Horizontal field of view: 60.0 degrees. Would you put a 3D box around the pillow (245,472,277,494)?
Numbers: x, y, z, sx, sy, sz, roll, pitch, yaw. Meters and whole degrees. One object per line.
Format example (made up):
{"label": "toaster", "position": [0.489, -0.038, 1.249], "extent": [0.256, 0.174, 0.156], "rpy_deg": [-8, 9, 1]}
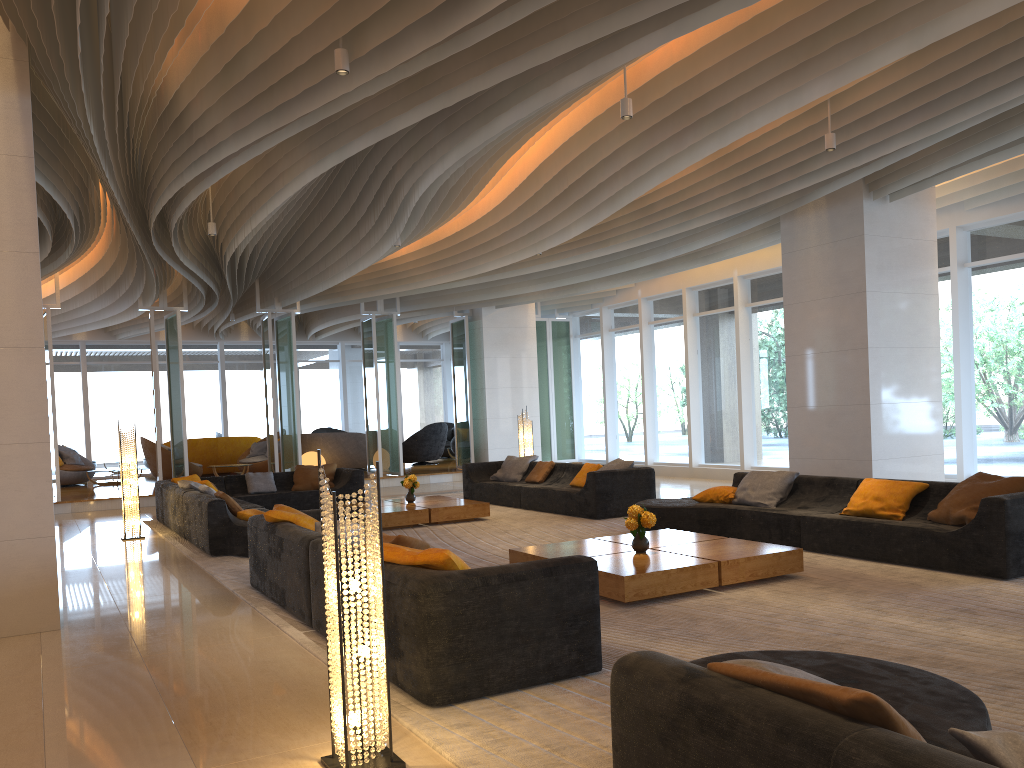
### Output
{"label": "pillow", "position": [-3.706, 1.455, 13.079], "extent": [0.413, 0.312, 0.317], "rpy_deg": [-2, -1, -27]}

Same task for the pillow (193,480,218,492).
{"label": "pillow", "position": [-3.884, 1.371, 11.211], "extent": [0.417, 0.335, 0.328], "rpy_deg": [-3, 0, 27]}

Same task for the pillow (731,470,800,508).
{"label": "pillow", "position": [2.480, 1.068, 8.787], "extent": [0.468, 0.417, 0.655], "rpy_deg": [-2, -1, -29]}

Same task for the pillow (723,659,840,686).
{"label": "pillow", "position": [0.837, 0.932, 2.643], "extent": [0.469, 0.247, 0.430], "rpy_deg": [-3, -1, 6]}

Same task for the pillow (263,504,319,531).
{"label": "pillow", "position": [-1.580, 1.110, 6.774], "extent": [0.549, 0.378, 0.636], "rpy_deg": [-2, -1, -7]}

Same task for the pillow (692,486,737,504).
{"label": "pillow", "position": [2.144, 1.152, 9.187], "extent": [0.443, 0.193, 0.593], "rpy_deg": [-3, -2, 26]}

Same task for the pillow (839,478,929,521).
{"label": "pillow", "position": [3.147, 1.013, 7.557], "extent": [0.456, 0.394, 0.628], "rpy_deg": [-2, -1, -29]}

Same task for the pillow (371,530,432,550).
{"label": "pillow", "position": [-0.607, 1.030, 5.129], "extent": [0.450, 0.410, 0.593], "rpy_deg": [-2, -1, -27]}

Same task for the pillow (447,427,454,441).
{"label": "pillow", "position": [-1.871, 1.425, 24.814], "extent": [0.613, 0.423, 0.367], "rpy_deg": [-2, 0, -26]}

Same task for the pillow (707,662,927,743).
{"label": "pillow", "position": [0.839, 0.880, 2.257], "extent": [0.402, 0.392, 0.597], "rpy_deg": [-2, -1, -26]}

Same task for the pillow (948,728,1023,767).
{"label": "pillow", "position": [1.233, 0.839, 1.755], "extent": [0.463, 0.345, 0.556], "rpy_deg": [-2, -1, -30]}

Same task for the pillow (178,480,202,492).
{"label": "pillow", "position": [-3.765, 1.362, 10.896], "extent": [0.554, 0.377, 0.642], "rpy_deg": [-2, -1, -33]}

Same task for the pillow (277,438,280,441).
{"label": "pillow", "position": [-5.205, 1.385, 19.678], "extent": [0.596, 0.422, 0.377], "rpy_deg": [-3, -1, 39]}

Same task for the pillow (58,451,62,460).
{"label": "pillow", "position": [-9.860, 1.558, 18.934], "extent": [0.371, 0.422, 0.607], "rpy_deg": [-2, -1, 5]}

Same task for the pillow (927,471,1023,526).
{"label": "pillow", "position": [3.615, 0.890, 6.857], "extent": [0.549, 0.378, 0.636], "rpy_deg": [-2, -1, -7]}

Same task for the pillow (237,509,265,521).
{"label": "pillow", "position": [-2.575, 1.359, 9.170], "extent": [0.409, 0.136, 0.418], "rpy_deg": [-3, -2, 5]}

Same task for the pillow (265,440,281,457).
{"label": "pillow", "position": [-5.118, 1.413, 19.269], "extent": [0.469, 0.409, 0.497], "rpy_deg": [-2, -1, -26]}

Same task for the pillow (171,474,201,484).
{"label": "pillow", "position": [-4.566, 1.451, 12.587], "extent": [0.336, 0.316, 0.414], "rpy_deg": [-3, -1, 33]}

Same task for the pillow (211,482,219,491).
{"label": "pillow", "position": [-3.894, 1.405, 11.383], "extent": [0.406, 0.319, 0.334], "rpy_deg": [-3, -1, 29]}

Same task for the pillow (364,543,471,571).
{"label": "pillow", "position": [-0.371, 0.978, 4.534], "extent": [0.628, 0.378, 0.556], "rpy_deg": [-3, -1, 39]}

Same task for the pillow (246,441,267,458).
{"label": "pillow", "position": [-5.604, 1.422, 19.736], "extent": [0.614, 0.455, 0.477], "rpy_deg": [-3, -1, 22]}

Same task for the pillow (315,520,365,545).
{"label": "pillow", "position": [-1.092, 1.122, 6.032], "extent": [0.426, 0.377, 0.579], "rpy_deg": [-2, -1, -27]}

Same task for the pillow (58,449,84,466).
{"label": "pillow", "position": [-9.568, 1.604, 19.251], "extent": [0.457, 0.409, 0.510], "rpy_deg": [-3, -1, 29]}

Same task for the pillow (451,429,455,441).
{"label": "pillow", "position": [-1.459, 1.451, 24.732], "extent": [0.504, 0.409, 0.463], "rpy_deg": [-2, -1, -2]}

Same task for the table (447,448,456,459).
{"label": "table", "position": [-1.226, 1.842, 23.718], "extent": [1.092, 0.318, 0.809], "rpy_deg": [-2, -2, -22]}

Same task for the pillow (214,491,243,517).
{"label": "pillow", "position": [-2.935, 1.276, 9.321], "extent": [0.333, 0.311, 0.418], "rpy_deg": [-2, -1, -27]}

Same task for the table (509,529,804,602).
{"label": "table", "position": [1.060, 1.374, 6.809], "extent": [1.622, 0.220, 1.579], "rpy_deg": [-1, -2, -29]}

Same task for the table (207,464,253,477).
{"label": "table", "position": [-5.907, 1.860, 18.601], "extent": [1.062, 0.318, 0.831], "rpy_deg": [-4, -2, 43]}

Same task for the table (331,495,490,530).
{"label": "table", "position": [-1.353, 1.637, 11.283], "extent": [1.622, 0.220, 1.579], "rpy_deg": [-1, -2, -29]}

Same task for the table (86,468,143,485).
{"label": "table", "position": [-8.488, 1.984, 18.966], "extent": [1.092, 0.318, 0.809], "rpy_deg": [-2, -2, -22]}

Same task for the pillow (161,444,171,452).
{"label": "pillow", "position": [-6.777, 1.399, 17.688], "extent": [0.611, 0.455, 0.479], "rpy_deg": [-3, -1, 43]}

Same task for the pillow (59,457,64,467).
{"label": "pillow", "position": [-9.688, 1.556, 18.572], "extent": [0.475, 0.455, 0.616], "rpy_deg": [-2, -1, -12]}
